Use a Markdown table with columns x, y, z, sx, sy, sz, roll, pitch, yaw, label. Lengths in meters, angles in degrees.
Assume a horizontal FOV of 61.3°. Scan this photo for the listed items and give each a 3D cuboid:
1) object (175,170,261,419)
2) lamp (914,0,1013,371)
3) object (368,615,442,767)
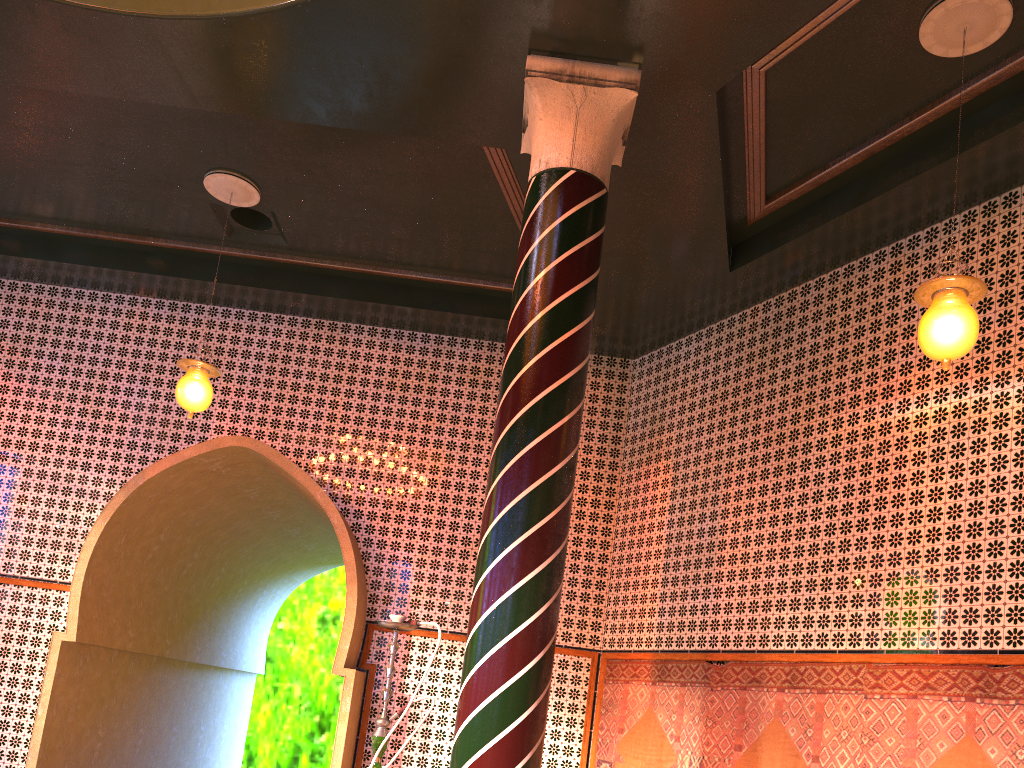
| x | y | z | sx | sy | sz | roll | pitch | yaw | label |
| --- | --- | --- | --- | --- | --- | --- | --- | --- | --- |
| -2.804 | -0.781 | 8.056 | 0.523 | 2.235 | 0.535 | 9 | -10 | -11 | object |
| 2.687 | -1.178 | 5.221 | 0.523 | 2.235 | 0.535 | 9 | -10 | -11 | lamp |
| -0.747 | 2.132 | 5.602 | 0.461 | 1.209 | 0.311 | 6 | -10 | 8 | object |
